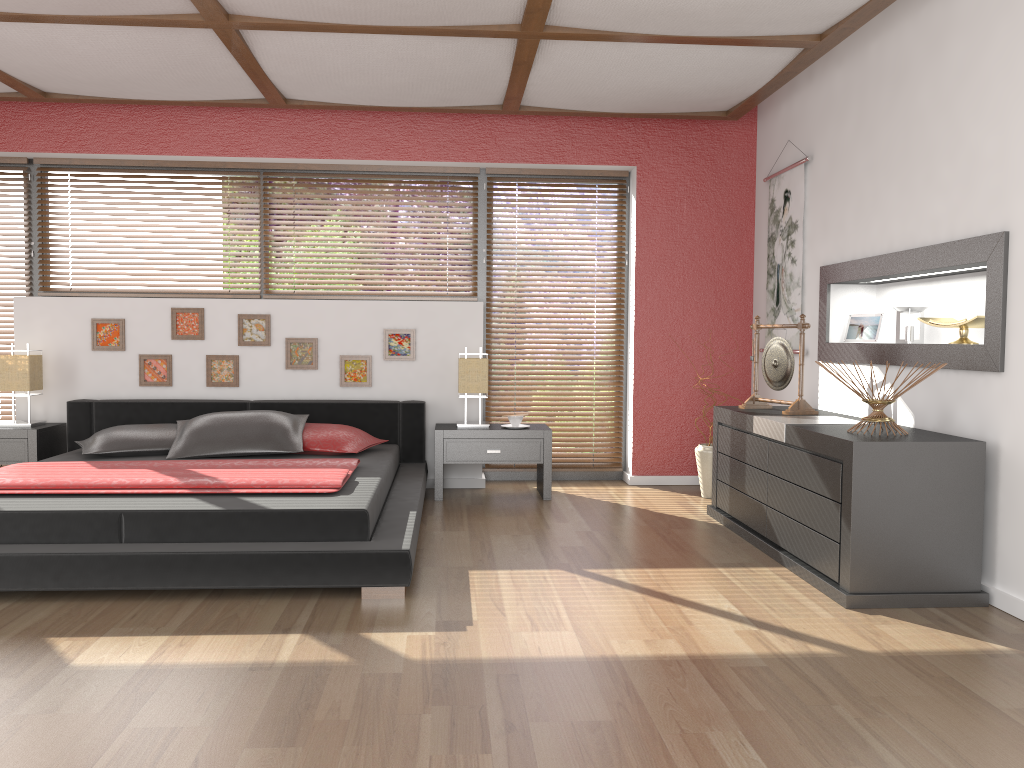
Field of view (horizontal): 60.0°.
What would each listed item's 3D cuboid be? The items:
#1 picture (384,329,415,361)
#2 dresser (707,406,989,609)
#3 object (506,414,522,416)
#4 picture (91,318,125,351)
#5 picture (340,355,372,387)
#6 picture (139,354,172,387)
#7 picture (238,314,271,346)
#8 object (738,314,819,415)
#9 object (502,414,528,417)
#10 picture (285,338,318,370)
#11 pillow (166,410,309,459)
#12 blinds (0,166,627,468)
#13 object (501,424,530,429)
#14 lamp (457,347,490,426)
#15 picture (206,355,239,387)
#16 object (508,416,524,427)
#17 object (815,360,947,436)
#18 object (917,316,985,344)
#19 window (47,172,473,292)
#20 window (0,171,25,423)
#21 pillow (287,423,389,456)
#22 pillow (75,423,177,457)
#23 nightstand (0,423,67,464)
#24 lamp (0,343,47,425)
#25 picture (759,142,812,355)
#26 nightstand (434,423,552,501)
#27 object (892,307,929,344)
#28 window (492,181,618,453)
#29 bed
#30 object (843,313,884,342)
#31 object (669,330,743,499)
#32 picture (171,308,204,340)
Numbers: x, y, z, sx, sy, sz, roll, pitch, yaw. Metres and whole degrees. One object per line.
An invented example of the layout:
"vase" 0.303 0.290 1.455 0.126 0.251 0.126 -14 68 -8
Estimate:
"picture" -0.716 -0.250 5.647 0.200 0.200 0.010 0 3 -4
"dresser" 1.419 0.467 4.081 0.540 0.608 1.740 0 3 -4
"object" 0.026 0.190 5.426 0.192 0.007 0.007 -2 4 -40
"picture" -2.511 -0.307 5.516 0.200 0.200 0.010 0 3 -4
"picture" -0.993 -0.082 5.636 0.200 0.200 0.010 0 3 -4
"picture" -2.229 -0.085 5.548 0.200 0.200 0.010 0 3 -4
"picture" -1.621 -0.339 5.578 0.200 0.200 0.010 0 3 -4
"object" 1.365 -0.108 4.549 0.173 0.498 0.490 -1 3 -19
"object" 0.019 0.191 5.404 0.192 0.007 0.007 -2 4 -35
"picture" -1.330 -0.191 5.606 0.200 0.200 0.010 0 3 -4
"pillow" -1.525 0.272 4.948 0.744 0.241 0.386 0 3 -9
"blinds" -1.651 -0.416 5.859 4.840 1.952 0.032 0 3 -4
"object" 0.021 0.261 5.424 0.179 0.012 0.179 2 3 21
"lamp" -0.241 0.011 5.488 0.200 0.480 0.200 0 3 -4
"picture" -1.820 -0.082 5.577 0.200 0.200 0.010 0 3 -4
"object" 0.022 0.229 5.423 0.099 0.069 0.099 2 3 21
"object" 1.451 0.053 3.511 0.481 0.282 0.481 -2 4 -38
"object" 1.886 -0.222 3.702 0.181 0.116 0.350 0 3 -14
"window" -1.647 -0.997 5.897 2.817 0.786 0.020 0 3 -4
"window" -3.599 -0.465 5.786 0.889 1.893 0.020 0 3 -4
"pillow" -1.137 0.319 5.118 0.745 0.172 0.418 1 3 15
"pillow" -2.043 0.317 5.000 0.745 0.172 0.418 -1 3 -29
"nightstand" -3.093 0.460 5.268 0.700 0.423 0.413 0 3 -4
"lamp" -2.932 -0.002 5.296 0.200 0.480 0.200 0 3 -4
"picture" 1.631 -0.818 5.313 0.028 1.270 0.701 0 3 -4
"nightstand" -0.124 0.475 5.480 0.700 0.423 0.413 0 3 -4
"object" 1.870 -0.275 4.168 0.159 0.171 0.159 3 4 45
"window" 0.292 -0.446 6.064 0.889 1.893 0.020 0 3 -4
"bed" -1.679 0.442 4.364 2.469 0.577 2.413 0 3 -4
"object" 1.808 -0.288 4.569 0.041 0.146 0.226 -1 3 -24
"object" 1.170 0.182 5.437 0.422 1.035 0.364 -1 3 -29
"picture" -2.028 -0.376 5.547 0.200 0.200 0.010 0 3 -4
